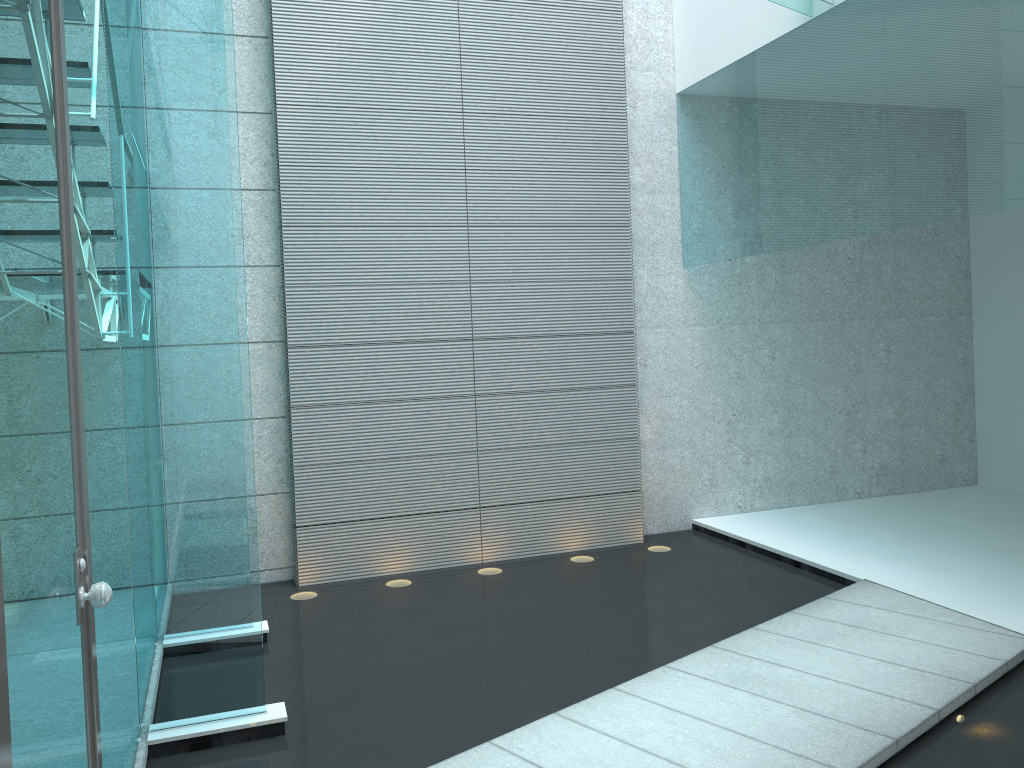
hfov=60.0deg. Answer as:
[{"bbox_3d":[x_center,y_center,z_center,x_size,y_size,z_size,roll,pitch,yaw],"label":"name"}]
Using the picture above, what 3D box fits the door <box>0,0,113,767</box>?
[{"bbox_3d":[-0.740,0.107,1.439,0.076,2.063,0.865,-3,1,-19],"label":"door"}]
